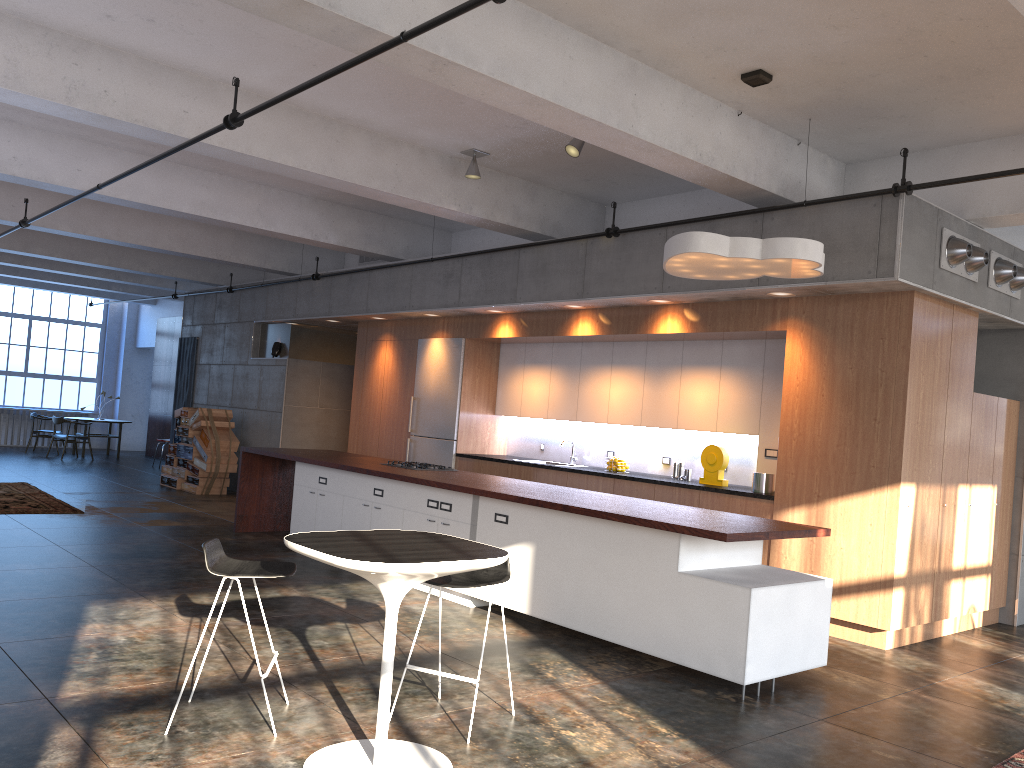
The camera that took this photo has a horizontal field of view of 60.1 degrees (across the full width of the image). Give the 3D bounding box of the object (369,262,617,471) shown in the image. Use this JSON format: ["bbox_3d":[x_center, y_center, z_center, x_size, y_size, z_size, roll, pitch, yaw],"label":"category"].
[{"bbox_3d":[-0.616,-0.569,11.578,0.059,2.866,5.827,6,-2,-40],"label":"object"}]

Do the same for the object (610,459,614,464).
[{"bbox_3d":[-1.397,-0.362,11.490,6.723,2.168,0.054,3,-2,40],"label":"object"}]

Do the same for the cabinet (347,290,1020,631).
[{"bbox_3d":[1.214,0.574,10.403,2.432,2.561,7.931,6,-3,-41],"label":"cabinet"}]

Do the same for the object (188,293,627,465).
[{"bbox_3d":[1.184,0.830,9.348,0.053,0.052,0.062,4,-2,7],"label":"object"}]

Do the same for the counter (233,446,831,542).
[{"bbox_3d":[-0.515,1.310,7.882,1.167,0.971,6.511,6,-3,-41],"label":"counter"}]

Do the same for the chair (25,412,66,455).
[{"bbox_3d":[-9.854,1.051,18.779,0.680,0.864,0.720,5,-2,-15],"label":"chair"}]

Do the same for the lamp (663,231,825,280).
[{"bbox_3d":[1.577,-0.844,6.045,1.076,0.130,1.012,4,-2,5],"label":"lamp"}]

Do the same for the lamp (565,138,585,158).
[{"bbox_3d":[0.520,-1.962,7.122,0.129,0.286,0.226,4,-2,33],"label":"lamp"}]

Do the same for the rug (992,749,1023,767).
[{"bbox_3d":[2.910,1.885,3.656,2.948,0.029,1.815,6,-3,-41],"label":"rug"}]

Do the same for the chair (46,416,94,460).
[{"bbox_3d":[-8.866,1.093,17.817,0.713,0.864,0.687,3,-2,36],"label":"chair"}]

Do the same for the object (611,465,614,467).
[{"bbox_3d":[1.054,0.873,9.379,0.061,0.053,0.053,4,-2,31],"label":"object"}]

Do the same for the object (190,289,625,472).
[{"bbox_3d":[1.157,0.900,9.318,0.073,0.063,0.064,4,-2,14],"label":"object"}]

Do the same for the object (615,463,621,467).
[{"bbox_3d":[-1.407,-0.244,14.434,0.063,2.209,11.604,5,-2,-27],"label":"object"}]

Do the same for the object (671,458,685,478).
[{"bbox_3d":[1.690,0.850,8.962,0.061,0.209,0.141,6,-2,-41],"label":"object"}]

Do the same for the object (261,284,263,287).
[{"bbox_3d":[1.143,0.863,9.372,0.062,0.053,0.051,5,-2,2],"label":"object"}]

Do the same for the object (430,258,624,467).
[{"bbox_3d":[1.150,0.847,9.304,0.053,0.053,0.061,6,-2,-34],"label":"object"}]

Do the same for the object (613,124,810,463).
[{"bbox_3d":[1.090,0.800,9.276,0.058,0.060,0.052,5,-2,-18],"label":"object"}]

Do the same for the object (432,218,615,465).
[{"bbox_3d":[1.095,0.840,9.312,0.051,0.053,0.063,5,-2,-3],"label":"object"}]

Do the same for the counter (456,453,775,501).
[{"bbox_3d":[1.370,0.974,9.588,1.643,0.039,4.364,6,-3,-41],"label":"counter"}]

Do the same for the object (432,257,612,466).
[{"bbox_3d":[0.055,-0.310,9.830,2.374,2.227,0.054,4,-1,24],"label":"object"}]

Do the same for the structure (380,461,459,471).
[{"bbox_3d":[-0.915,0.820,8.723,0.523,0.071,0.626,6,-3,-41],"label":"structure"}]

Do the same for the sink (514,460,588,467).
[{"bbox_3d":[0.419,0.984,9.941,0.534,0.192,0.713,6,-3,-41],"label":"sink"}]

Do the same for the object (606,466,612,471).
[{"bbox_3d":[1.635,-0.243,8.050,0.058,2.308,2.873,5,-2,-22],"label":"object"}]

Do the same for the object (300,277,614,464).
[{"bbox_3d":[-0.981,-0.345,11.062,5.519,2.189,0.057,3,-2,38],"label":"object"}]

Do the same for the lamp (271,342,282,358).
[{"bbox_3d":[-3.589,-0.514,13.542,0.168,0.258,0.216,4,-2,30],"label":"lamp"}]

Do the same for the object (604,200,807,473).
[{"bbox_3d":[-1.789,1.350,15.039,0.968,1.214,12.935,5,-2,-30],"label":"object"}]

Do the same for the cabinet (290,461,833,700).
[{"bbox_3d":[-0.132,1.353,7.423,0.943,0.930,5.526,6,-3,-41],"label":"cabinet"}]

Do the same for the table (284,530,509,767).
[{"bbox_3d":[-0.527,1.159,3.766,0.846,0.951,0.811,6,-2,-41],"label":"table"}]

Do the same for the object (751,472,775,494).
[{"bbox_3d":[2.201,0.866,7.761,0.189,0.170,0.192,4,-2,7],"label":"object"}]

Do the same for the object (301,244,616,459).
[{"bbox_3d":[1.094,0.800,9.411,0.059,0.059,0.050,5,-2,-7],"label":"object"}]

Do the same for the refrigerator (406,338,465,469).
[{"bbox_3d":[-0.937,0.529,11.090,0.225,2.190,0.935,6,-2,-44],"label":"refrigerator"}]

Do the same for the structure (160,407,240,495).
[{"bbox_3d":[-4.963,1.016,13.983,0.652,1.314,1.872,6,-2,-41],"label":"structure"}]

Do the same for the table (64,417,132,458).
[{"bbox_3d":[-8.915,1.186,19.026,1.308,0.851,1.313,4,-2,3],"label":"table"}]

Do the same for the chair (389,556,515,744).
[{"bbox_3d":[-0.266,1.294,4.424,0.456,0.895,0.514,4,-2,26],"label":"chair"}]

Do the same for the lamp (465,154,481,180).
[{"bbox_3d":[-0.358,-2.043,8.291,0.156,0.216,0.155,5,-1,-4],"label":"lamp"}]

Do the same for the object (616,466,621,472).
[{"bbox_3d":[1.119,0.889,9.269,0.052,0.057,0.060,5,-2,-4],"label":"object"}]

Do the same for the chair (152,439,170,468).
[{"bbox_3d":[-6.719,1.191,17.621,0.670,0.987,0.418,6,-2,-41],"label":"chair"}]

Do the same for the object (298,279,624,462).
[{"bbox_3d":[1.143,0.801,9.286,0.052,0.051,0.064,3,-2,41],"label":"object"}]

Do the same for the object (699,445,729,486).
[{"bbox_3d":[1.902,0.763,8.321,0.102,0.381,0.268,6,-2,-41],"label":"object"}]

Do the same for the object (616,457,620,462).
[{"bbox_3d":[-2.341,-0.411,12.617,9.691,2.164,0.060,3,-2,43],"label":"object"}]

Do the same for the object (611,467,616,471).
[{"bbox_3d":[1.069,0.892,9.296,0.052,0.053,0.062,3,-2,36],"label":"object"}]

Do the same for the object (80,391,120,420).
[{"bbox_3d":[-8.843,0.447,19.033,0.791,0.624,0.234,6,-2,-39],"label":"object"}]
